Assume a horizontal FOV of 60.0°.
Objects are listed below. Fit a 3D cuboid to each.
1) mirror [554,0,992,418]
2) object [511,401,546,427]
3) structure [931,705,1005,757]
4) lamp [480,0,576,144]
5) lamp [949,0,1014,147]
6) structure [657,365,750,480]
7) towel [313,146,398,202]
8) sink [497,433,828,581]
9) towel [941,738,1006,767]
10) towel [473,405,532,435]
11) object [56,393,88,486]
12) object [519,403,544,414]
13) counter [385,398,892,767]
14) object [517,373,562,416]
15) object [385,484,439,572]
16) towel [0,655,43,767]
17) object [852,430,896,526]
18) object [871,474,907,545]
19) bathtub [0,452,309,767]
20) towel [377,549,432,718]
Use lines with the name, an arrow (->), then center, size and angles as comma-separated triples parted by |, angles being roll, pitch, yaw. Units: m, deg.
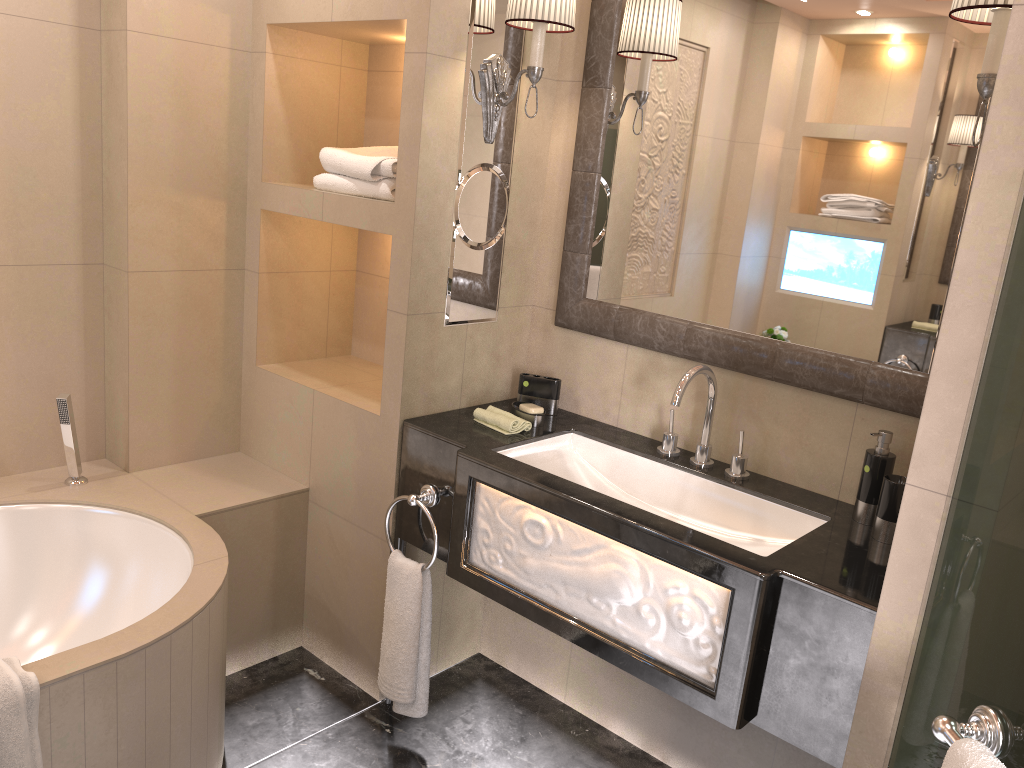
mirror -> 0.607, -0.672, 2.060 | 1.130, 1.320, 0.040 | 18, 18, 39
object -> 0.044, 0.083, 2.466 | 0.080, 0.035, 0.133 | -3, 16, -30
structure -> 0.560, 0.467, 0.913 | 0.074, 0.061, 0.415 | 5, 14, -4
lamp -> 0.044, -0.823, 2.222 | 0.223, 0.444, 0.174 | 18, 18, 39
lamp -> 0.858, -0.562, 1.528 | 0.223, 0.444, 0.174 | 18, 18, 39
structure -> 0.460, 0.072, 2.204 | 0.242, 0.268, 0.223 | 2, 15, -14
towel -> -1.364, -0.723, 1.398 | 0.517, 0.726, 3.195 | 18, 18, 39
sink -> 0.321, 0.306, 2.099 | 0.760, 0.135, 0.349 | 18, 18, 39
towel -> 0.535, 0.753, 0.972 | 0.154, 0.629, 0.313 | 2, 15, -16
towel -> -0.026, 0.093, 2.390 | 0.096, 0.039, 0.149 | -7, 19, -41
object -> -1.226, 0.153, 2.467 | 0.059, 0.280, 0.114 | 5, 14, -4
object -> 0.054, 0.068, 2.444 | 0.051, 0.022, 0.077 | -2, 16, -29
counter -> 0.302, 0.640, 2.202 | 1.330, 0.858, 0.543 | 18, 18, 39
object -> 0.077, 0.029, 2.550 | 0.124, 0.104, 0.038 | 10, 15, 14
object -> -0.246, 0.373, 2.301 | 0.203, 0.226, 0.074 | 18, 18, 39
towel -> -1.057, 0.738, 1.573 | 0.453, 0.463, 0.374 | 19, 19, 41
object -> 0.800, 0.203, 1.949 | 0.063, 0.208, 0.063 | 12, 15, 21
object -> 0.801, 0.263, 1.864 | 0.063, 0.134, 0.063 | 2, 15, -16
bathtub -> -1.524, 0.727, 1.753 | 1.060, 0.540, 2.662 | 18, 18, 39
towel -> -0.293, 0.667, 2.352 | 0.173, 0.455, 0.116 | 12, 15, 21
